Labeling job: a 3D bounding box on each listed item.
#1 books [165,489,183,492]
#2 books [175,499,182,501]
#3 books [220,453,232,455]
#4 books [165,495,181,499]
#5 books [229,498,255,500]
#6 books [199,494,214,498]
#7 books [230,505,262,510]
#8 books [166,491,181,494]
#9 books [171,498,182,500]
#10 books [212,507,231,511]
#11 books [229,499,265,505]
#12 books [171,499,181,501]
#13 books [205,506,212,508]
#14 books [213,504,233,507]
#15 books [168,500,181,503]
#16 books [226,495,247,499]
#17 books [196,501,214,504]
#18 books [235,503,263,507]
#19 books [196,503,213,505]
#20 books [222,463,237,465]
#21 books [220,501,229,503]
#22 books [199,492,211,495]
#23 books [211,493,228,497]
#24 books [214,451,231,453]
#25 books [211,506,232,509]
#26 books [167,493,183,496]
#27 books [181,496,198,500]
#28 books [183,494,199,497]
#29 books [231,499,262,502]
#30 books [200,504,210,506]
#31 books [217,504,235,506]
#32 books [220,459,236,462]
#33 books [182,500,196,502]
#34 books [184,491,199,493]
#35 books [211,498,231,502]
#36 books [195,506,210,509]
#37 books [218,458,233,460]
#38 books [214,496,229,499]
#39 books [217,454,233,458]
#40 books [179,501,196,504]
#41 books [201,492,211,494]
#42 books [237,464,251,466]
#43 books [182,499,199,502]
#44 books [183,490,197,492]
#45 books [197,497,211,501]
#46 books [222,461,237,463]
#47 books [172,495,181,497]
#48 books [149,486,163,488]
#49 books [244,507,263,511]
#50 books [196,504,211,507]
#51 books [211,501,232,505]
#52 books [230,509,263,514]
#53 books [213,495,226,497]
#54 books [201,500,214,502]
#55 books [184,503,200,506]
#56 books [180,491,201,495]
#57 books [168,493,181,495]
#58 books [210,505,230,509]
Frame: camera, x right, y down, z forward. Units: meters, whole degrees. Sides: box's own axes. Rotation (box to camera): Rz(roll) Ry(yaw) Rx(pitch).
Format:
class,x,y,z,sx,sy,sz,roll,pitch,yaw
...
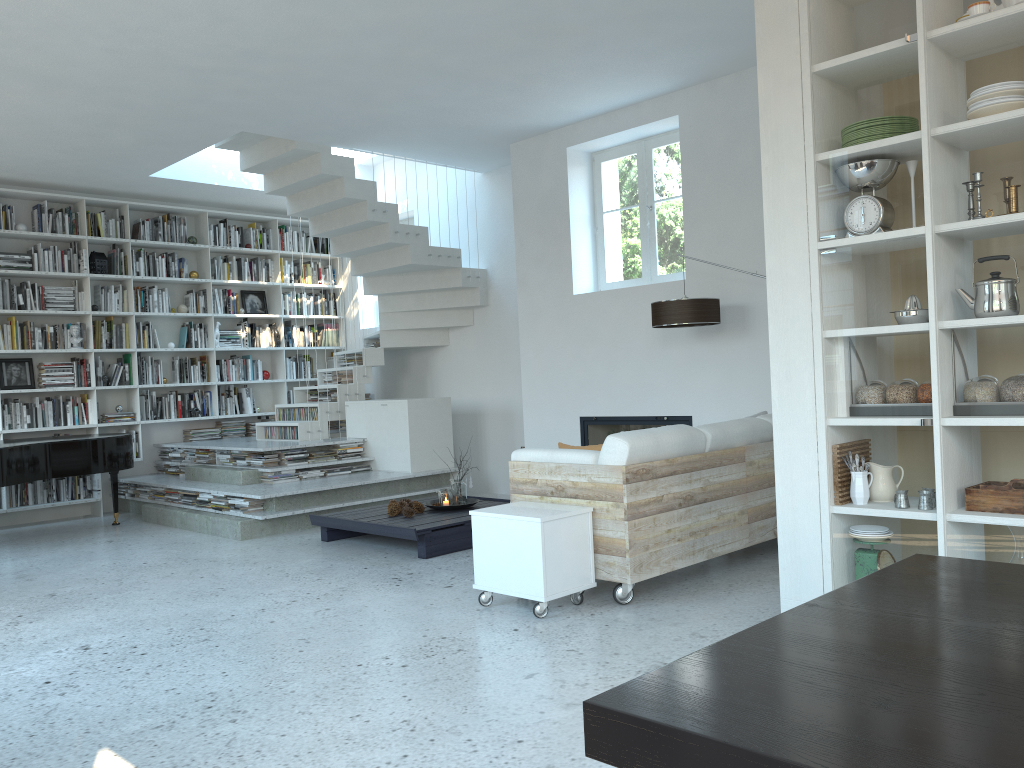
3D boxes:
class,x,y,z,sx,sy,sz,roll,pitch,yaw
books,-3.020,0.965,8.078,0.249,0.012,0.179,-3,0,42
books,-2.997,1.046,8.099,0.132,0.009,0.269,-3,0,-44
books,-2.648,0.654,8.406,0.208,0.017,0.145,-3,0,40
books,-3.016,1.022,8.080,0.182,0.013,0.287,-3,0,-44
books,-2.163,0.920,7.209,0.266,0.010,0.176,-3,0,41
books,-2.576,0.958,7.652,0.222,0.028,0.141,-3,0,40
books,-2.163,0.995,7.207,0.187,0.017,0.205,-3,0,-40
books,-3.018,0.978,8.080,0.236,0.014,0.165,-3,0,40
books,-3.003,1.035,8.093,0.249,0.014,0.130,-3,0,40
books,-2.377,1.037,7.422,0.191,0.016,0.209,-3,0,-40
books,-2.157,0.954,7.214,0.287,0.027,0.156,-3,0,40
books,-2.997,1.053,8.098,0.128,0.005,0.296,-3,0,-43
books,-2.574,1.044,7.651,0.147,0.008,0.236,-3,0,-40
books,-2.365,1.010,7.435,0.170,0.006,0.268,-3,0,-45
books,-3.012,1.060,8.083,0.161,0.008,0.254,-3,0,-40
books,-2.169,0.909,7.204,0.256,0.014,0.192,-3,0,41
books,-2.586,1.012,7.640,0.215,0.013,0.189,-3,0,43
books,-2.142,0.976,7.229,0.137,0.019,0.224,-3,0,-44
books,-2.581,1.022,7.644,0.267,0.008,0.180,-3,0,44
books,-2.640,0.751,8.411,0.132,0.016,0.262,-3,0,-40
books,-2.366,0.977,7.435,0.150,0.004,0.290,-3,0,-41
books,-2.578,0.938,7.650,0.139,0.013,0.288,-3,0,-40
books,-2.378,0.915,7.425,0.182,0.016,0.256,-3,0,-42
books,-2.665,0.639,8.390,0.256,0.014,0.192,-3,0,41
books,-2.370,1.024,7.429,0.276,0.009,0.178,-3,0,43
books,-3.008,0.997,8.089,0.155,0.009,0.297,-3,0,-44
books,-2.796,1.003,7.862,0.244,0.025,0.160,-3,0,40
books,-2.790,0.982,7.870,0.239,0.017,0.142,-3,0,41
books,-2.158,0.933,7.214,0.164,0.015,0.243,-3,0,-41
books,-2.577,1.031,7.648,0.158,0.009,0.275,-3,0,-42
books,-2.359,1.000,7.441,0.154,0.014,0.196,-3,0,-45
books,-2.647,0.718,8.405,0.167,0.024,0.192,-3,0,-44
books,-2.790,1.031,7.868,0.290,0.008,0.147,-3,0,41
books,-2.791,0.947,7.870,0.157,0.007,0.268,-3,0,-45
books,-2.375,0.962,7.427,0.281,0.013,0.168,-3,0,40
books,-2.588,1.051,7.636,0.225,0.005,0.193,-3,0,41
books,-2.657,0.699,8.396,0.177,0.015,0.187,-3,0,-40
books,-2.370,0.944,7.432,0.175,0.006,0.251,-3,0,-45
books,-2.654,0.677,8.400,0.250,0.029,0.174,-3,0,43
books,-2.803,1.040,7.855,0.189,0.009,0.291,-3,0,-42
books,-2.579,0.924,7.650,0.157,0.014,0.215,-3,0,-43
books,-2.428,0.739,8.191,0.142,0.020,0.231,-3,0,-40
books,-2.797,1.021,7.861,0.177,0.011,0.220,-3,0,-43
books,-2.794,0.940,7.867,0.160,0.008,0.239,-3,0,-44
books,-2.585,0.981,7.642,0.182,0.017,0.180,-3,0,42
books,-2.634,0.736,8.417,0.136,0.013,0.258,-3,0,-45
books,-3.001,1.008,8.096,0.140,0.013,0.180,-3,0,-44
books,-3.245,0.951,8.292,0.225,0.005,0.193,-3,0,41
books,-2.137,1.010,7.232,0.132,0.014,0.205,-3,0,-45
books,-2.578,1.038,7.647,0.297,0.005,0.171,-3,0,44
books,-2.375,0.987,7.426,0.191,0.015,0.246,-3,0,-44
books,-2.157,1.026,7.212,0.184,0.017,0.230,-3,0,-43
books,-2.377,0.928,7.425,0.178,0.010,0.196,-3,0,-40
books,-2.583,0.992,7.644,0.171,0.007,0.260,-3,0,-42
books,-2.787,1.056,7.870,0.142,0.012,0.291,-3,0,-41
books,-2.800,0.958,7.860,0.281,0.014,0.170,-3,0,42
books,-3.011,0.989,8.086,0.169,0.009,0.241,-3,0,-45
books,-2.375,1.017,7.425,0.191,0.006,0.275,-3,0,-43
